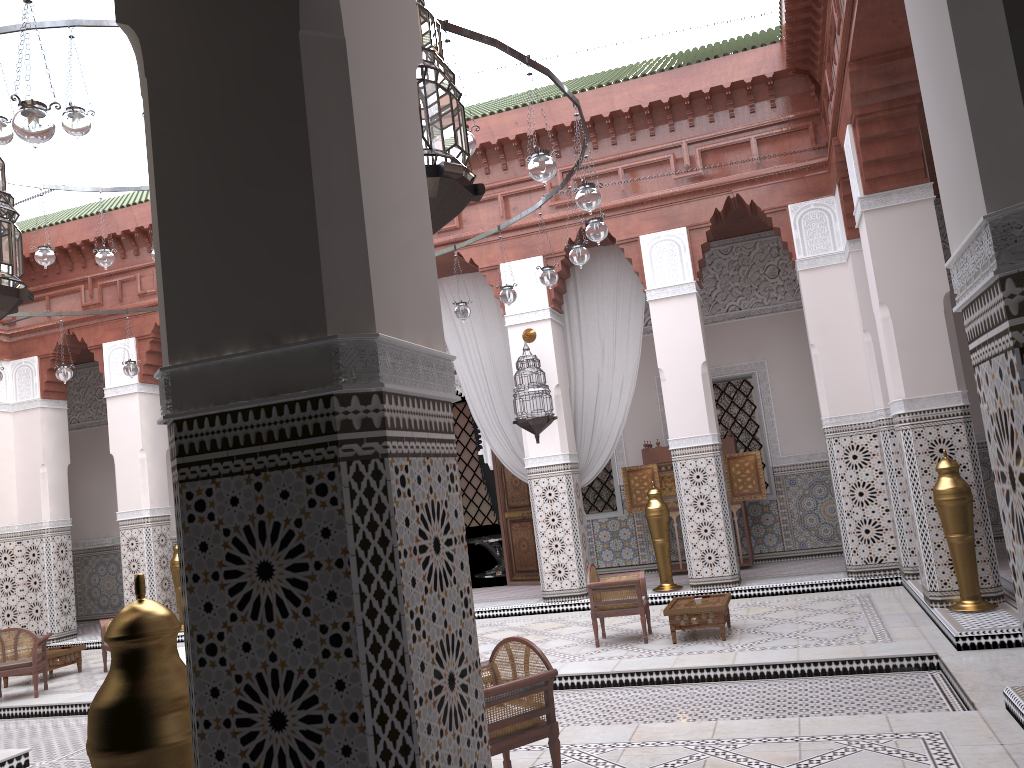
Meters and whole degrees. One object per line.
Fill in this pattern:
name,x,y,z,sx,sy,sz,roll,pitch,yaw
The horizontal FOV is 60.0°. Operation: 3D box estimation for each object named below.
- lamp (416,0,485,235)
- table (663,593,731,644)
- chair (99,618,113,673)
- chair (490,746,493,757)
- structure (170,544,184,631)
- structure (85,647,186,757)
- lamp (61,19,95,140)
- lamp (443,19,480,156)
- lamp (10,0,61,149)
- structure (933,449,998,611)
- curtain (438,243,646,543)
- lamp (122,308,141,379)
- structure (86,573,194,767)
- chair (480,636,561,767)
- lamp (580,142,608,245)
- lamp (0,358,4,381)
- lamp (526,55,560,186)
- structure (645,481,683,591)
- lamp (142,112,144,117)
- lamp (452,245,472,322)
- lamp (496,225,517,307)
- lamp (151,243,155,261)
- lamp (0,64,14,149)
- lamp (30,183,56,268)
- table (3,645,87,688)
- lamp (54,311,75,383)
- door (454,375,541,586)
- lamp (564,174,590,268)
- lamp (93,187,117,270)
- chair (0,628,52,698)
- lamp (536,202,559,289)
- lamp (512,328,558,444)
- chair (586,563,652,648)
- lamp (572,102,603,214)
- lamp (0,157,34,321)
lamp,-0.170,-0.406,1.205,0.216,0.552,0.221,-9,-7,17
table,0.729,0.902,3.433,0.229,0.142,0.330,-9,-7,17
chair,-1.881,1.243,4.351,0.208,0.313,0.263,-2,-9,-37
chair,-0.174,0.684,1.423,0.208,0.313,0.263,-3,-8,-32
structure,-1.968,1.189,5.293,0.156,0.539,0.156,-6,-7,-11
structure,-1.153,1.102,3.101,0.528,0.310,0.501,-9,-7,17
lamp,-1.292,-0.892,2.593,0.091,0.371,0.090,-8,-7,7
lamp,-0.136,-0.720,2.171,0.090,0.371,0.091,-7,-7,2
lamp,-0.995,-0.658,1.812,0.091,0.371,0.090,-11,-8,31
structure,1.529,0.492,3.037,0.156,0.539,0.156,-4,-7,-22
curtain,0.226,0.169,4.864,1.304,1.761,0.048,-9,-7,17
lamp,-1.974,-0.207,4.580,0.090,0.371,0.091,-11,-8,31
structure,-0.374,0.472,0.935,0.156,0.539,0.156,-11,-8,33
chair,-0.047,0.730,1.934,0.208,0.313,0.263,-2,-9,-37
lamp,0.285,-0.663,3.077,0.091,0.371,0.090,-13,-9,41
lamp,-2.533,-0.170,4.319,0.090,0.371,0.091,-8,-7,12
lamp,0.072,-0.718,2.400,0.090,0.371,0.091,-7,-7,2
structure,0.746,0.759,4.466,0.156,0.539,0.156,-10,-7,22
lamp,-1.075,-0.911,2.660,0.091,0.371,0.090,-6,-7,-8
lamp,-0.240,-0.470,4.149,0.091,0.371,0.090,-7,-7,2
lamp,-0.025,-0.523,3.928,0.091,0.371,0.090,-9,-7,17
lamp,-1.561,-0.700,3.926,0.090,0.371,0.091,-13,-9,41
lamp,-1.518,-0.865,2.591,0.091,0.371,0.090,-9,-7,17
lamp,-1.990,-0.668,3.757,0.090,0.371,0.091,-7,-7,-3
table,-2.304,1.382,4.356,0.229,0.142,0.330,-9,-7,17
lamp,-2.267,-0.184,4.476,0.090,0.371,0.091,-10,-7,22
door,-0.380,0.591,5.784,1.244,1.461,0.419,-9,-7,17
lamp,0.248,-0.621,3.382,0.091,0.371,0.090,-11,-8,31
lamp,-1.787,-0.678,3.876,0.090,0.371,0.091,-10,-7,22
chair,-2.198,1.231,3.930,0.263,0.313,0.208,-5,-7,-17
lamp,0.143,-0.574,3.672,0.091,0.371,0.090,-9,-7,17
lamp,0.095,-0.002,4.538,0.216,0.618,0.217,-9,-7,17
chair,0.427,0.863,3.527,0.208,0.313,0.263,-8,-7,13
lamp,0.222,-0.699,2.707,0.090,0.371,0.091,-7,-7,2
lamp,-0.909,-0.289,1.430,0.216,0.552,0.221,-9,-7,17
